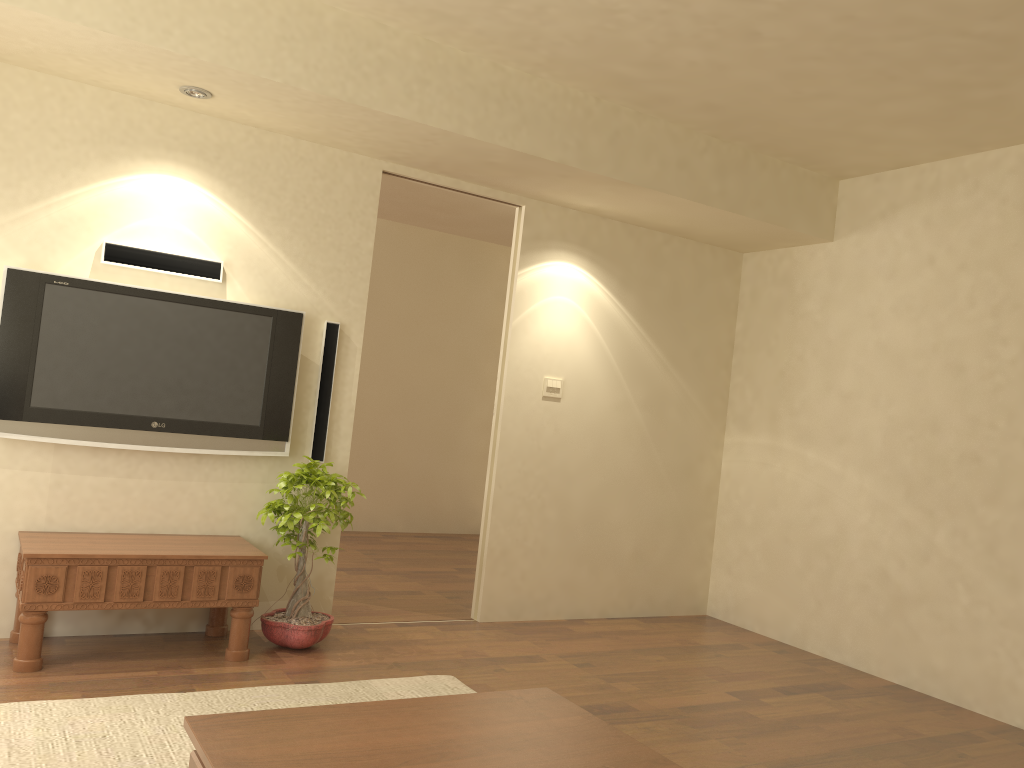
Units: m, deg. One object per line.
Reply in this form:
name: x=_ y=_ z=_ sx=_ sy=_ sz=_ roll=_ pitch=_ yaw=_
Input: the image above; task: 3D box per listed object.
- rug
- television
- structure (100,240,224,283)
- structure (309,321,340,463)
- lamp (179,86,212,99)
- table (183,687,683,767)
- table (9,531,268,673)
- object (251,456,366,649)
rug: x=-0.430 y=1.316 z=2.100 sx=2.482 sy=0.011 sz=3.592 roll=7 pitch=-2 yaw=-31
television: x=-1.731 y=-0.067 z=4.311 sx=1.377 sy=0.778 sz=0.110 roll=7 pitch=-2 yaw=-31
structure: x=-1.706 y=-0.597 z=4.349 sx=0.559 sy=0.111 sz=0.048 roll=7 pitch=-2 yaw=-31
structure: x=-1.014 y=0.042 z=4.791 sx=0.079 sy=0.764 sz=0.036 roll=7 pitch=-2 yaw=-31
lamp: x=-1.464 y=-1.369 z=4.109 sx=0.143 sy=0.059 sz=0.143 roll=7 pitch=-2 yaw=-25
table: x=-0.066 y=1.108 z=1.881 sx=1.045 sy=0.482 sz=1.213 roll=7 pitch=-2 yaw=-31
table: x=-1.733 y=0.985 z=4.106 sx=1.009 sy=0.493 sz=0.538 roll=7 pitch=-2 yaw=-31
object: x=-1.032 y=0.838 z=4.477 sx=0.565 sy=0.957 sz=0.528 roll=6 pitch=-2 yaw=12
